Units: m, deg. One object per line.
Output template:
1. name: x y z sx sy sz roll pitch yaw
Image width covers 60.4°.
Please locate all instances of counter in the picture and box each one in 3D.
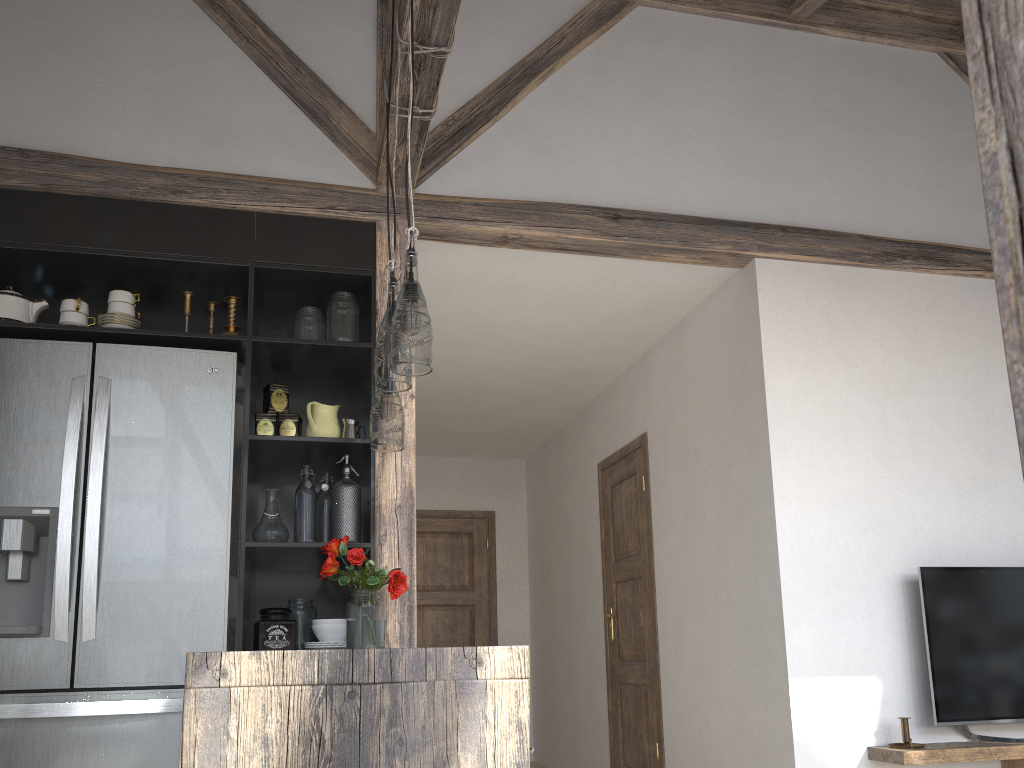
1. counter: -0.976 0.745 0.999 2.243 0.829 3.921 3 -17 -13

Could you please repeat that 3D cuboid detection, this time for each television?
1. television: 2.196 1.112 3.653 1.104 0.688 0.211 2 -12 -14

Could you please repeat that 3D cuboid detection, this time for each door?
1. door: 0.686 1.385 5.157 0.082 2.017 0.862 1 -12 -13
2. door: -0.576 2.045 7.174 0.942 2.017 0.084 2 -11 -14

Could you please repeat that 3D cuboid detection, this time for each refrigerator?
1. refrigerator: -1.511 0.888 3.228 0.944 1.872 0.873 2 -12 -14

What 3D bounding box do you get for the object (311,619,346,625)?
1. object: -0.659 0.915 3.252 0.162 0.082 0.167 -1 -16 0

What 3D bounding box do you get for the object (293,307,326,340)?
1. object: -0.788 -0.202 3.425 0.127 0.168 0.128 -8 -15 25

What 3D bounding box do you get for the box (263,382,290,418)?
1. box: -0.892 0.063 3.325 0.083 0.110 0.084 7 -16 -33

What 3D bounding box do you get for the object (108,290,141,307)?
1. object: -1.415 -0.293 3.205 0.106 0.066 0.096 7 -17 -27

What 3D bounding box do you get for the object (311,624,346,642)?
1. object: -0.658 0.932 3.249 0.162 0.082 0.167 -1 -16 0

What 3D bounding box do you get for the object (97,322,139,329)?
1. object: -1.421 -0.187 3.183 0.149 0.022 0.153 -5 -18 12

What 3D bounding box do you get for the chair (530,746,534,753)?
1. chair: -0.118 1.133 1.966 0.355 0.620 0.361 -6 -13 19

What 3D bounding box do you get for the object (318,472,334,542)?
1. object: -0.713 0.488 3.381 0.086 0.294 0.087 -9 -13 32

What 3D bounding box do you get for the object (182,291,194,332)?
1. object: -1.191 -0.252 3.226 0.059 0.163 0.060 5 -13 -28

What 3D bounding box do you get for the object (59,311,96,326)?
1. object: -1.568 -0.213 3.159 0.095 0.066 0.108 -13 -19 37

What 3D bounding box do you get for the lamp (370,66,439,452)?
1. lamp: -0.345 -0.440 2.858 0.226 1.307 0.112 1 -11 -12

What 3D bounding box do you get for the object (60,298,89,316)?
1. object: -1.567 -0.259 3.162 0.106 0.066 0.096 -5 -16 14

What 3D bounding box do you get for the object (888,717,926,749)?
1. object: 1.539 1.363 3.440 0.140 0.109 0.142 7 -17 -30

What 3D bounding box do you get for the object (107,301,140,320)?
1. object: -1.419 -0.250 3.200 0.094 0.066 0.109 -1 -16 -3

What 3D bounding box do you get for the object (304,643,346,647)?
1. object: -0.657 0.971 3.242 0.218 0.024 0.217 -17 -23 42

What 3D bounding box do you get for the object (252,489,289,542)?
1. object: -0.902 0.506 3.293 0.132 0.214 0.136 -1 -13 -2

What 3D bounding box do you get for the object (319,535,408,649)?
1. object: -0.507 0.724 3.030 0.313 0.404 0.257 -6 -13 19

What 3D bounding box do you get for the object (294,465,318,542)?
1. object: -0.760 0.449 3.253 0.086 0.294 0.088 3 -12 -22

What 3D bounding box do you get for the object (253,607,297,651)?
1. object: -0.852 0.887 3.165 0.134 0.160 0.137 4 -15 -23

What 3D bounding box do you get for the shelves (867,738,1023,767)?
1. shelves: 2.230 1.653 3.507 1.604 0.439 0.339 3 -14 -13

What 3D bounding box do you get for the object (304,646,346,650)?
1. object: -0.657 0.978 3.240 0.217 0.024 0.218 -13 -21 32

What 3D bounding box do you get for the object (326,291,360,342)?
1. object: -0.647 -0.239 3.371 0.125 0.201 0.128 1 -13 -9

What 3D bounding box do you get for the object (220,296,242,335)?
1. object: -1.038 -0.246 3.264 0.097 0.168 0.097 9 -16 -39

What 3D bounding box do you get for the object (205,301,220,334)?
1. object: -1.131 -0.229 3.313 0.062 0.168 0.063 -5 -12 15

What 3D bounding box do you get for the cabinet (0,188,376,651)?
1. cabinet: -1.111 0.011 1.328 2.094 2.439 4.334 2 -16 -13

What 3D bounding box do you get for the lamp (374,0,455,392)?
1. lamp: -0.280 -0.585 2.567 0.239 1.206 0.111 -1 -11 -2

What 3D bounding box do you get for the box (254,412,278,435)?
1. box: -0.925 0.172 3.308 0.083 0.110 0.085 2 -14 -13

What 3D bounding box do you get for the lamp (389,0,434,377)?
1. lamp: -0.204 -0.648 2.287 0.225 1.255 0.111 1 -11 -12

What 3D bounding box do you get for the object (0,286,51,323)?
1. object: -1.795 -0.263 3.156 0.209 0.170 0.190 -9 -16 26

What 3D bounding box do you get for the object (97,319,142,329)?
1. object: -1.421 -0.198 3.185 0.150 0.025 0.152 -10 -19 27

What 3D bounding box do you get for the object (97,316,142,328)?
1. object: -1.421 -0.209 3.187 0.150 0.025 0.152 -10 -19 27

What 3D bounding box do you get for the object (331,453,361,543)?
1. object: -0.616 0.428 3.275 0.109 0.341 0.111 -5 -12 16

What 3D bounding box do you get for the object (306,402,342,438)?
1. object: -0.727 0.157 3.368 0.150 0.166 0.139 6 -15 -27

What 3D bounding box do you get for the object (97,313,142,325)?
1. object: -1.421 -0.220 3.189 0.150 0.025 0.152 -10 -19 27

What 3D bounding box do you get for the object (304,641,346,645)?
1. object: -0.657 0.963 3.243 0.217 0.024 0.218 -15 -22 37

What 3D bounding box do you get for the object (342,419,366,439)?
1. object: -0.600 0.180 3.332 0.093 0.093 0.076 2 -14 -13

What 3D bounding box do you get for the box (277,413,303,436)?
1. box: -0.839 0.175 3.325 0.083 0.110 0.085 -1 -13 -4

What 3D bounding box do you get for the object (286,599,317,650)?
1. object: -0.810 0.926 3.362 0.125 0.201 0.127 5 -14 -27
